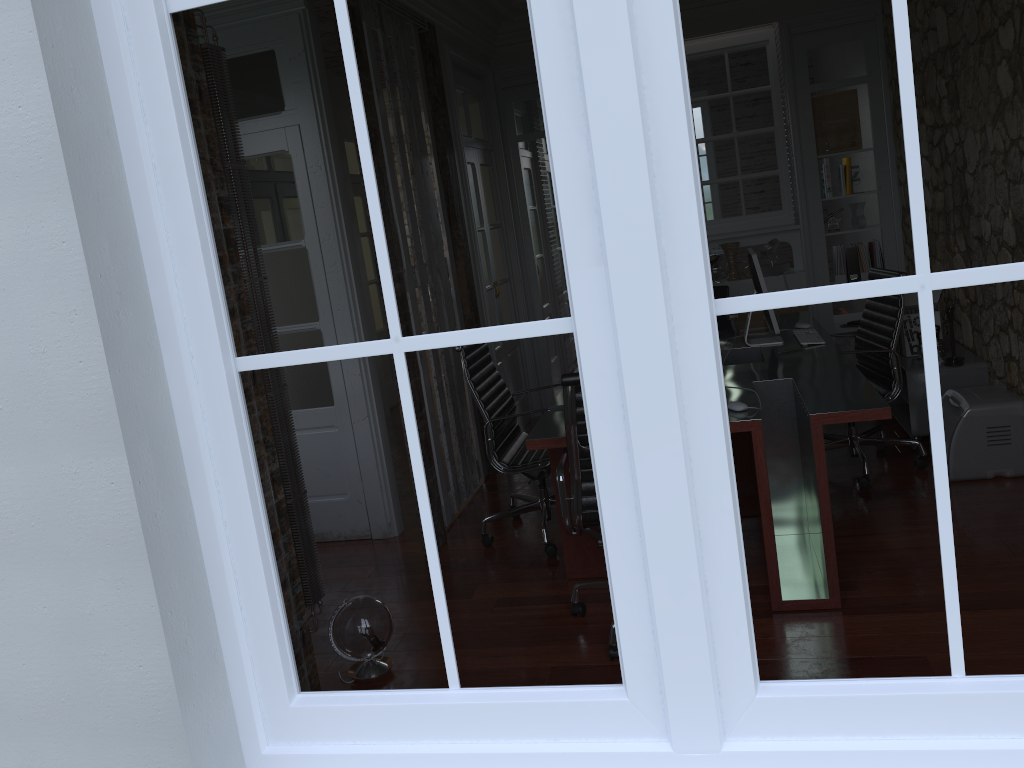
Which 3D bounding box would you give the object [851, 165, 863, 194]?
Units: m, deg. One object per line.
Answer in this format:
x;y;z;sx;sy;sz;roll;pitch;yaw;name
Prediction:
2.536;-1.532;6.527;0.078;0.247;0.116;-7;8;13;object

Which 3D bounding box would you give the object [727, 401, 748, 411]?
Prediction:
0.845;0.081;3.337;0.059;0.028;0.107;-12;11;-17;object

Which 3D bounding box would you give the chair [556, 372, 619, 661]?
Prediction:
0.475;0.386;3.291;0.664;1.015;0.705;-6;9;18;chair

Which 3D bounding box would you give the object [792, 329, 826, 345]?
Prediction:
1.527;-0.246;4.564;0.118;0.017;0.443;-6;11;13;object

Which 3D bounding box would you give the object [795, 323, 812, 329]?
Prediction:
1.602;-0.323;4.878;0.059;0.028;0.106;-13;11;-25;object

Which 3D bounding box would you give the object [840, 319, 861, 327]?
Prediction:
2.654;-0.465;6.685;0.239;0.040;0.294;-15;12;-30;object

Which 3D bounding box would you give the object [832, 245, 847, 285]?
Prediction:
2.447;-0.883;6.614;0.078;0.276;0.241;-6;9;21;object

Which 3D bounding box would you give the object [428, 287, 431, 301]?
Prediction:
-1.164;-1.321;12.970;0.172;0.192;0.173;-6;9;13;object

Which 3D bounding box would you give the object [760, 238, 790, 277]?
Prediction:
1.956;-0.957;6.666;0.189;0.270;0.166;-16;11;-41;object

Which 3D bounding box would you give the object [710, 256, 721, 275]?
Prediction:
1.516;-0.888;6.894;0.158;0.178;0.386;-1;12;39;object

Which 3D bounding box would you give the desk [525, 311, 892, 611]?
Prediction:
0.995;0.234;4.460;1.298;0.722;2.532;-6;11;13;desk

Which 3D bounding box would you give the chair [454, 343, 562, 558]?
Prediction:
0.130;0.240;4.346;0.698;1.015;0.671;-7;8;8;chair

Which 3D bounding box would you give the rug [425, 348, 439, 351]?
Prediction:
-0.599;-0.614;12.228;1.066;0.016;1.078;-6;11;13;rug

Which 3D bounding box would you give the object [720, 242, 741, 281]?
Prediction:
1.671;-0.931;6.728;0.143;0.276;0.145;-4;9;27;object

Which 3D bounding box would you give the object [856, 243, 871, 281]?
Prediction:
2.609;-0.895;6.551;0.078;0.276;0.241;-6;9;19;object

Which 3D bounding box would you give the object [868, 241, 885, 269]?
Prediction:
2.698;-0.908;6.545;0.078;0.276;0.241;-6;9;18;object

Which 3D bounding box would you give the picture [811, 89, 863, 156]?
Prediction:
2.363;-1.904;6.455;0.325;0.432;0.009;-7;8;13;picture

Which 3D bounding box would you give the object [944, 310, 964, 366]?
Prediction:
2.323;-0.245;4.677;0.095;0.287;0.096;-7;8;9;object

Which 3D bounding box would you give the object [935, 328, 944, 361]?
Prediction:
2.326;-0.218;4.842;0.048;0.174;0.088;-5;9;24;object

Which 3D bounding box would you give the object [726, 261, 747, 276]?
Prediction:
1.765;-0.925;6.968;0.159;0.152;0.218;-9;10;-1;object

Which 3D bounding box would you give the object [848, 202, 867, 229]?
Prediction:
2.547;-1.238;6.516;0.063;0.187;0.127;-10;9;-14;object

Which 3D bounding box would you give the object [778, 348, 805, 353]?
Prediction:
1.356;-0.164;4.286;0.149;0.011;0.011;-11;9;-11;object

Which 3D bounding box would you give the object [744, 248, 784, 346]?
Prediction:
1.283;-0.456;4.610;0.189;0.481;0.488;-7;9;14;object

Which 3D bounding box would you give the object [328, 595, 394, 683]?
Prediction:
-0.540;0.956;3.239;0.235;0.380;0.221;-10;8;-8;object

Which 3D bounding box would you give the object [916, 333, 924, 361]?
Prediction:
2.267;-0.210;4.905;0.048;0.152;0.088;-7;8;9;object

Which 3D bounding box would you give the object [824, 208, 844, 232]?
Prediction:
2.358;-1.210;6.534;0.177;0.160;0.093;-1;11;41;object

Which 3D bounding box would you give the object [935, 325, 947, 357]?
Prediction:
2.372;-0.243;4.934;0.048;0.174;0.088;-10;8;-12;object

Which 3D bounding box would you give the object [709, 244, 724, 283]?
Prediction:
1.552;-0.913;6.705;0.128;0.285;0.129;-11;8;-19;object

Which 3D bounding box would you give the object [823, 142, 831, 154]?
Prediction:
2.283;-1.709;6.416;0.056;0.089;0.056;-6;9;16;object

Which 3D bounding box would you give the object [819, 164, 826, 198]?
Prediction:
2.277;-1.504;6.588;0.078;0.247;0.116;-7;8;13;object

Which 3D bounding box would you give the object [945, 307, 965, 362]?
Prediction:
2.375;-0.270;4.771;0.095;0.287;0.095;-13;9;-27;object

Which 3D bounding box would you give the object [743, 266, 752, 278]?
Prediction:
1.802;-0.851;6.717;0.092;0.087;0.093;-16;12;-39;object

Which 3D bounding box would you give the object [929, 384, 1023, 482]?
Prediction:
2.297;0.229;4.397;0.362;0.384;0.404;-6;9;13;object

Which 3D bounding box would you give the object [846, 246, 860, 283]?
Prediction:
2.536;-0.895;6.605;0.078;0.276;0.247;-6;9;18;object
